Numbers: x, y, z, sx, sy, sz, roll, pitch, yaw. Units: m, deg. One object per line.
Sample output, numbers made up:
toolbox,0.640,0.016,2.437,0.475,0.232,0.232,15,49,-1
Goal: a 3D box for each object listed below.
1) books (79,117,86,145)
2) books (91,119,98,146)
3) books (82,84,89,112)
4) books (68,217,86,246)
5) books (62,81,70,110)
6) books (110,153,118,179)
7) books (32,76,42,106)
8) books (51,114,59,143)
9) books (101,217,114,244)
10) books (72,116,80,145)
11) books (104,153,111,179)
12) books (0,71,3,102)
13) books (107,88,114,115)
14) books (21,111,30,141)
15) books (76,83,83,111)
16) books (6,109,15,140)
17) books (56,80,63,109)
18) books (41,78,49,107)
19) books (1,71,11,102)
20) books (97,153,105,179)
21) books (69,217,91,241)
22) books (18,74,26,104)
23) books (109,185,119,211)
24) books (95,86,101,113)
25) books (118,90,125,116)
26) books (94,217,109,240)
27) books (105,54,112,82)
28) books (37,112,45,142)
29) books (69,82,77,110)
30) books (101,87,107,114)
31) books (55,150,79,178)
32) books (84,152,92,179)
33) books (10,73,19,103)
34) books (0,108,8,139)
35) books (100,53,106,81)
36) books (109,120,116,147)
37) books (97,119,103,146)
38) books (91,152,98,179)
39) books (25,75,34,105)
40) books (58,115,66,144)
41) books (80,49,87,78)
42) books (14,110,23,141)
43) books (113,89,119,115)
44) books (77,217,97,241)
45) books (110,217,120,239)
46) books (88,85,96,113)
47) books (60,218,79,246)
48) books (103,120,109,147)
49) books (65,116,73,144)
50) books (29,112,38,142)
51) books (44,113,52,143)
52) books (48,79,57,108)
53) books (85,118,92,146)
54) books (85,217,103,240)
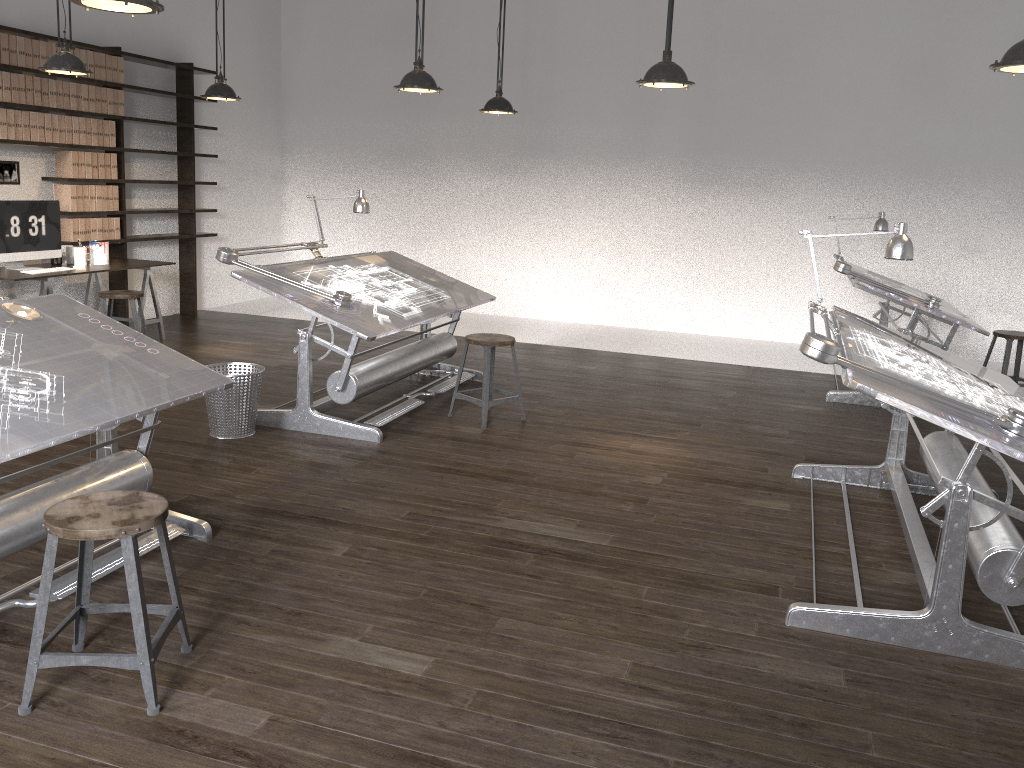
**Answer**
books,-3.636,-2.101,7.358,0.175,0.223,0.067,6,11,17
books,-3.593,-2.127,7.478,0.175,0.224,0.067,6,11,17
books,-3.610,-2.372,7.352,0.175,0.223,0.067,6,11,17
books,-3.684,-1.284,7.458,0.175,0.224,0.067,6,11,17
books,-3.674,-2.334,7.168,0.175,0.223,0.067,6,11,17
books,-3.541,-1.900,7.733,0.175,0.223,0.067,6,11,17
books,-3.758,-2.276,6.896,0.175,0.224,0.067,6,11,17
books,-3.723,-2.046,7.092,0.174,0.223,0.067,6,11,17
books,-3.587,-1.351,7.776,0.174,0.223,0.067,6,11,17
books,-3.656,-2.087,7.289,0.175,0.224,0.067,6,11,17
books,-3.567,-1.885,7.663,0.175,0.223,0.067,6,11,17
books,-3.871,-2.206,6.561,0.174,0.223,0.067,6,11,17
books,-3.520,-2.427,7.617,0.175,0.224,0.067,6,11,17
books,-3.813,-1.990,6.827,0.175,0.223,0.067,6,11,17
books,-3.631,-2.360,7.294,0.175,0.223,0.067,6,11,17
books,-3.854,-1.962,6.696,0.174,0.223,0.067,6,11,17
books,-3.696,-2.320,7.101,0.174,0.223,0.067,6,11,17
books,-3.740,-2.292,6.968,0.175,0.223,0.067,6,11,17
books,-3.845,-2.220,6.628,0.175,0.223,0.067,6,11,17
books,-3.585,-1.870,7.592,0.175,0.224,0.067,6,11,17
books,-3.668,-1.297,7.522,0.175,0.223,0.067,6,11,17
books,-3.808,-2.247,6.756,0.175,0.223,0.067,6,11,17
books,-3.553,-1.633,7.787,0.175,0.223,0.067,6,11,17
books,-3.568,-2.401,7.487,0.175,0.223,0.067,6,11,17
books,-3.482,-2.453,7.739,0.175,0.223,0.067,6,11,17
books,-3.607,-1.337,7.710,0.175,0.223,0.067,6,11,17
books,-3.512,-2.698,7.568,0.175,0.223,0.067,6,11,17
books,-3.765,-2.017,6.955,0.175,0.224,0.067,6,11,17
books,-3.647,-2.346,7.230,0.175,0.224,0.067,6,11,17
books,-3.548,-2.415,7.553,0.174,0.223,0.067,6,11,17
books,-3.679,-1.814,7.323,0.175,0.223,0.067,6,11,17
books,-3.631,-1.841,7.455,0.174,0.223,0.067,6,11,17
books,-3.823,-2.234,6.696,0.175,0.224,0.067,6,11,17
books,-3.873,-1.948,6.627,0.175,0.223,0.067,6,11,17
books,-3.534,-2.683,7.498,0.175,0.223,0.067,6,11,17
books,-3.530,-2.168,7.675,0.174,0.223,0.067,6,11,17
books,-3.577,-2.141,7.543,0.175,0.223,0.067,6,11,17
books,-3.613,-1.856,7.523,0.175,0.223,0.067,6,11,17
books,-3.786,-2.262,6.828,0.175,0.223,0.067,6,11,17
books,-3.705,-2.060,7.159,0.174,0.223,0.067,6,11,17
books,-3.598,-2.642,7.302,0.174,0.223,0.067,6,11,17
books,-3.836,-1.977,6.762,0.174,0.223,0.067,6,11,17
books,-3.503,-2.441,7.681,0.175,0.223,0.067,6,11,17
books,-3.647,-1.310,7.581,0.175,0.223,0.067,6,11,17
books,-3.560,-1.363,7.835,0.175,0.224,0.067,6,11,17
books,-3.586,-2.386,7.420,0.175,0.224,0.067,6,11,17
books,-3.711,-1.271,7.396,0.175,0.223,0.067,6,11,17
books,-3.555,-2.155,7.610,0.174,0.223,0.067,6,11,17
books,-3.682,-2.073,7.224,0.175,0.223,0.067,6,11,17
books,-3.789,-2.005,6.897,0.175,0.223,0.067,6,11,17
books,-3.742,-2.031,7.023,0.175,0.223,0.067,6,11,17
books,-3.714,-2.305,7.034,0.174,0.223,0.067,6,11,17
books,-3.618,-2.114,7.417,0.175,0.223,0.067,6,11,17
books,-3.625,-1.323,7.643,0.175,0.224,0.067,6,11,17
